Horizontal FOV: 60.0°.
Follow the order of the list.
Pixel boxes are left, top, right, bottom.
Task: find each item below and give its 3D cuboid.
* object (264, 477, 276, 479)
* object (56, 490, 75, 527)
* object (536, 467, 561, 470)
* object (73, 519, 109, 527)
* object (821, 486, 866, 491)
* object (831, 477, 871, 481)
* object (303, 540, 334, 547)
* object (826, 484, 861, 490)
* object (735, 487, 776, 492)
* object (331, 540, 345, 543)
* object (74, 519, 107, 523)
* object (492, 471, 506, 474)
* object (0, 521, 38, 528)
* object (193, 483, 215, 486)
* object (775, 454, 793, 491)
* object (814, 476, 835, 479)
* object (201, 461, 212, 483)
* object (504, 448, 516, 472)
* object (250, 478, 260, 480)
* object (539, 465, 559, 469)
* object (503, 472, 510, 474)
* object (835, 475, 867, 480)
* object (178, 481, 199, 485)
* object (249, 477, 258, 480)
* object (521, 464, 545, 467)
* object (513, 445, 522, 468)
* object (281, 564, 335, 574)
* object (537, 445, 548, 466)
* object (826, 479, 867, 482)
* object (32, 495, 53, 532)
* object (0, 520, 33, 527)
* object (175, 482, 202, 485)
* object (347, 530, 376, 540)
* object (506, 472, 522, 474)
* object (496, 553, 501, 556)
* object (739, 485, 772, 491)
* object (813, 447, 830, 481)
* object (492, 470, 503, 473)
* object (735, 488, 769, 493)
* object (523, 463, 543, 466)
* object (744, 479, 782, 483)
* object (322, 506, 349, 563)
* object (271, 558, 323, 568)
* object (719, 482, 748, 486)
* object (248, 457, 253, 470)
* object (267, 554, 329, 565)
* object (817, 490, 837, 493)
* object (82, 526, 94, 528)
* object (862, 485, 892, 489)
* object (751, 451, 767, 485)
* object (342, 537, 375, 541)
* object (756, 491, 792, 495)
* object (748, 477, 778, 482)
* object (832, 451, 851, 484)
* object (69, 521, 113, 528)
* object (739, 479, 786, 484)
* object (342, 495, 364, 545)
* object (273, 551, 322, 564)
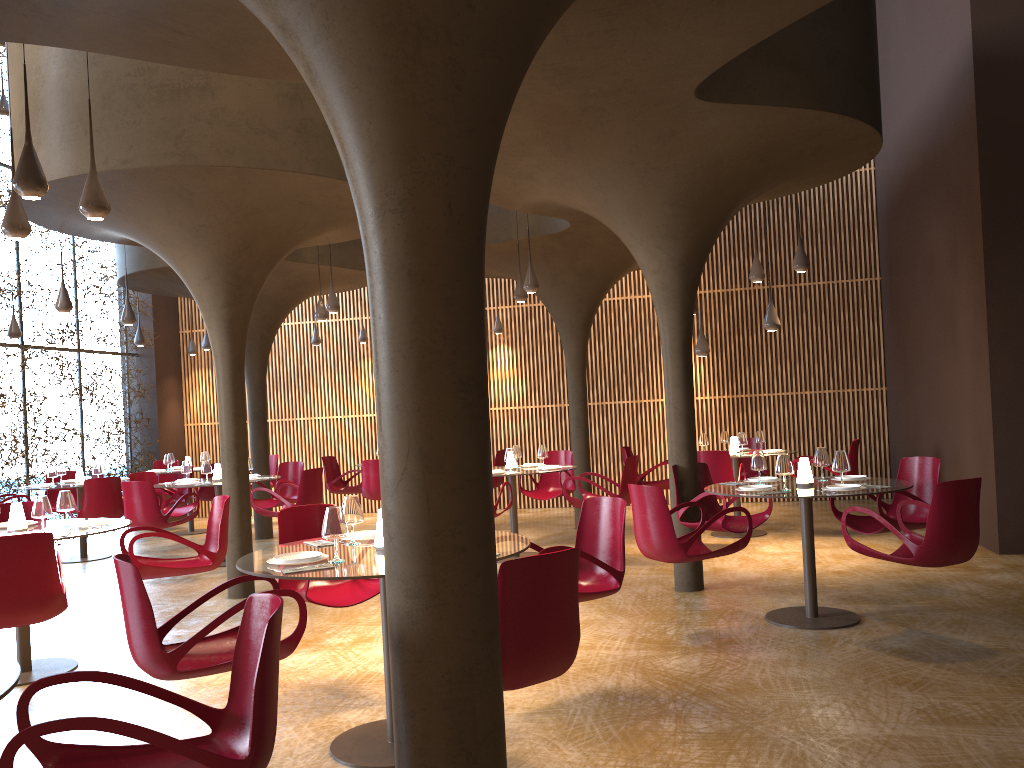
[{"bbox_3d":[-3.380,1.291,12.182,0.262,0.017,0.126,-4,-2,33],"label":"object"},{"bbox_3d":[-3.667,1.023,7.284,0.142,0.295,0.142,-3,0,26],"label":"object"},{"bbox_3d":[0.460,1.054,11.100,0.331,0.014,0.332,-1,-2,-44],"label":"object"},{"bbox_3d":[-3.434,1.137,7.230,0.263,0.029,0.263,-2,-2,-32],"label":"object"},{"bbox_3d":[2.615,0.826,6.988,0.332,0.014,0.332,-3,-2,-5],"label":"object"},{"bbox_3d":[2.956,0.830,7.735,0.332,0.014,0.331,-4,-2,29],"label":"object"},{"bbox_3d":[-1.192,0.989,5.495,0.126,0.017,0.262,-2,-2,-32],"label":"object"},{"bbox_3d":[2.615,0.817,6.988,0.263,0.029,0.263,-3,-2,-2],"label":"object"},{"bbox_3d":[2.007,0.867,7.297,0.332,0.014,0.332,-3,-2,-2],"label":"object"},{"bbox_3d":[-0.923,0.973,5.642,0.410,0.012,0.204,-2,-2,-36],"label":"object"},{"bbox_3d":[-3.564,1.168,7.503,0.262,0.017,0.126,-2,-2,-29],"label":"object"},{"bbox_3d":[-0.235,1.082,10.815,0.332,0.014,0.332,-3,-2,2],"label":"object"},{"bbox_3d":[-4.203,1.194,7.513,0.332,0.014,0.331,-4,-2,28],"label":"object"},{"bbox_3d":[-3.994,1.303,11.498,0.126,0.017,0.262,-4,-2,27],"label":"object"},{"bbox_3d":[2.206,0.716,7.190,0.142,0.295,0.142,-3,0,18],"label":"object"},{"bbox_3d":[2.876,0.849,8.026,0.262,0.017,0.126,-2,-2,-19],"label":"object"},{"bbox_3d":[-4.042,1.168,11.734,0.142,0.295,0.142,-3,0,4],"label":"object"},{"bbox_3d":[-0.024,0.936,10.896,0.142,0.295,0.142,-3,0,4],"label":"object"},{"bbox_3d":[-3.558,1.286,11.938,0.332,0.014,0.331,-4,-2,42],"label":"object"},{"bbox_3d":[0.459,1.044,11.100,0.263,0.029,0.263,-4,-2,20],"label":"object"},{"bbox_3d":[-0.240,1.084,10.816,0.411,0.012,0.204,-4,-2,23],"label":"object"},{"bbox_3d":[2.956,0.820,7.735,0.263,0.029,0.263,-2,-2,-28],"label":"object"},{"bbox_3d":[-4.254,1.304,11.653,0.263,0.029,0.263,-4,-2,21],"label":"object"},{"bbox_3d":[-3.559,1.276,11.938,0.263,0.029,0.263,-4,-2,36],"label":"object"},{"bbox_3d":[0.279,1.082,11.759,0.332,0.014,0.332,-3,-2,-6],"label":"object"},{"bbox_3d":[0.060,0.954,11.662,0.142,0.295,0.142,-3,-1,45],"label":"object"},{"bbox_3d":[-1.054,0.956,4.576,0.262,0.017,0.126,-2,-2,-26],"label":"object"},{"bbox_3d":[0.393,0.927,11.325,0.142,0.295,0.142,-3,0,-13],"label":"object"},{"bbox_3d":[2.959,0.831,7.730,0.204,0.012,0.411,-2,-2,-23],"label":"object"},{"bbox_3d":[-3.611,1.007,6.813,0.142,0.295,0.142,-3,0,-32],"label":"object"},{"bbox_3d":[-4.204,1.185,7.513,0.263,0.029,0.263,-2,-2,-17],"label":"object"},{"bbox_3d":[-4.253,1.314,11.653,0.332,0.014,0.332,-3,-2,5],"label":"object"},{"bbox_3d":[-0.927,0.962,5.639,0.263,0.029,0.263,-2,-2,-41],"label":"object"},{"bbox_3d":[0.025,1.071,10.660,0.126,0.017,0.262,-4,-2,27],"label":"object"},{"bbox_3d":[-0.174,0.916,4.800,0.126,0.017,0.262,-2,-2,-28],"label":"object"},{"bbox_3d":[2.006,0.857,7.297,0.263,0.029,0.263,-2,-2,-31],"label":"object"},{"bbox_3d":[2.736,0.707,7.828,0.142,0.295,0.142,-3,0,25],"label":"object"},{"bbox_3d":[-0.236,1.072,10.815,0.263,0.029,0.263,-4,-2,31],"label":"object"},{"bbox_3d":[2.005,0.868,7.301,0.204,0.012,0.411,-2,-2,-19],"label":"object"},{"bbox_3d":[0.278,1.072,11.759,0.263,0.029,0.263,-3,-2,14],"label":"object"},{"bbox_3d":[2.264,0.873,8.004,0.332,0.014,0.332,-3,-2,-4],"label":"object"},{"bbox_3d":[-0.955,0.812,4.790,0.142,0.295,0.142,-3,0,6],"label":"object"},{"bbox_3d":[-1.174,0.964,4.859,0.204,0.012,0.411,-2,-2,-30],"label":"object"},{"bbox_3d":[1.975,0.893,7.915,0.126,0.017,0.262,-2,-2,-21],"label":"object"},{"bbox_3d":[-3.625,1.159,12.163,0.142,0.295,0.142,-3,0,-13],"label":"object"},{"bbox_3d":[-1.171,0.962,4.855,0.332,0.014,0.332,-3,-2,9],"label":"object"},{"bbox_3d":[2.612,0.828,6.985,0.410,0.012,0.204,-2,-2,-29],"label":"object"},{"bbox_3d":[-3.431,1.148,7.226,0.204,0.012,0.411,-2,-2,-33],"label":"object"},{"bbox_3d":[2.897,0.822,7.097,0.126,0.017,0.262,-2,-2,-25],"label":"object"},{"bbox_3d":[2.169,0.735,7.788,0.142,0.295,0.142,-3,-1,-44],"label":"object"},{"bbox_3d":[-0.927,0.972,5.639,0.332,0.014,0.332,-4,-2,20],"label":"object"},{"bbox_3d":[2.068,0.862,7.001,0.262,0.017,0.126,-3,-2,-15],"label":"object"},{"bbox_3d":[2.263,0.864,8.004,0.263,0.029,0.263,-4,-2,41],"label":"object"},{"bbox_3d":[2.679,0.692,7.210,0.142,0.295,0.142,-3,0,-3],"label":"object"},{"bbox_3d":[-3.434,1.147,7.230,0.332,0.014,0.331,-4,-2,35],"label":"object"},{"bbox_3d":[2.268,0.874,8.006,0.410,0.012,0.204,-2,-2,-25],"label":"object"},{"bbox_3d":[-0.976,0.831,5.410,0.142,0.295,0.142,-3,0,-22],"label":"object"},{"bbox_3d":[-1.171,0.953,4.855,0.263,0.029,0.263,-2,-2,-42],"label":"object"}]
